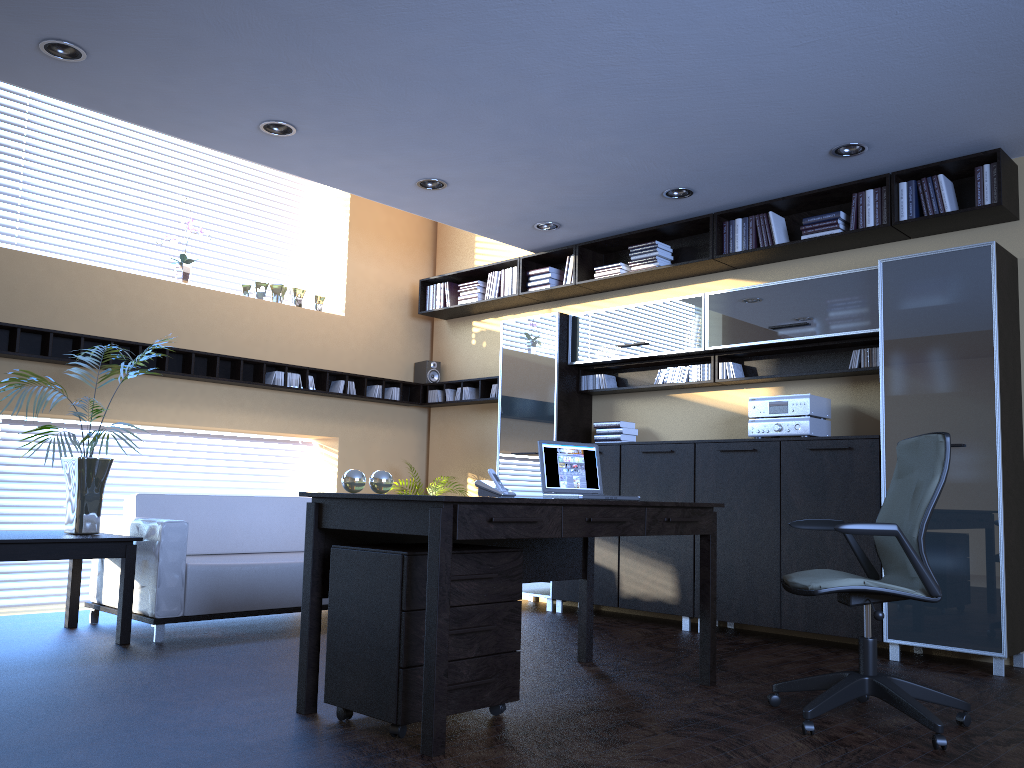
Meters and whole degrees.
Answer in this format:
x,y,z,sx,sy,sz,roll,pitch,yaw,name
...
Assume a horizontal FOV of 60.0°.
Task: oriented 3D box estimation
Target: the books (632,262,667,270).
x,y,z,sx,sy,sz,roll,pitch,yaw,name
1.101,-0.901,6.930,0.259,0.028,0.208,-5,-10,44,books

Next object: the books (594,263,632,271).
x,y,z,sx,sy,sz,roll,pitch,yaw,name
0.832,-0.932,7.189,0.258,0.028,0.208,-5,-10,42,books

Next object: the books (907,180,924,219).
x,y,z,sx,sy,sz,roll,pitch,yaw,name
2.539,-1.122,5.561,0.050,0.258,0.208,-4,-8,43,books

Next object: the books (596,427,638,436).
x,y,z,sx,sy,sz,roll,pitch,yaw,name
0.835,0.381,7.033,0.259,0.050,0.208,-5,-10,44,books

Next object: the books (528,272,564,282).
x,y,z,sx,sy,sz,roll,pitch,yaw,name
0.307,-0.908,7.689,0.259,0.050,0.208,-5,-10,43,books

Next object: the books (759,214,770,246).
x,y,z,sx,sy,sz,roll,pitch,yaw,name
1.824,-1.053,6.253,0.075,0.259,0.208,-4,-8,43,books

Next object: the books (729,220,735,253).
x,y,z,sx,sy,sz,roll,pitch,yaw,name
1.644,-1.036,6.429,0.050,0.258,0.208,-4,-8,44,books

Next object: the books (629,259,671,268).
x,y,z,sx,sy,sz,roll,pitch,yaw,name
1.087,-0.928,6.946,0.258,0.028,0.208,-5,-10,43,books

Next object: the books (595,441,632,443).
x,y,z,sx,sy,sz,roll,pitch,yaw,name
0.821,0.480,7.013,0.259,0.050,0.208,-5,-10,44,books

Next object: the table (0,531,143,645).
x,y,z,sx,sy,sz,roll,pitch,yaw,name
-3.115,1.111,4.714,0.898,0.601,1.898,-5,-10,43,table

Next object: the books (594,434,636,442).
x,y,z,sx,sy,sz,roll,pitch,yaw,name
0.818,0.431,7.030,0.259,0.050,0.208,-5,-10,44,books

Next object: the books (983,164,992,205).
x,y,z,sx,sy,sz,roll,pitch,yaw,name
2.853,-1.151,5.270,0.036,0.258,0.208,-4,-8,43,books

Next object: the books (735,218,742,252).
x,y,z,sx,sy,sz,roll,pitch,yaw,name
1.678,-1.040,6.389,0.050,0.258,0.208,-4,-8,44,books

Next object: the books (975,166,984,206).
x,y,z,sx,sy,sz,roll,pitch,yaw,name
2.828,-1.147,5.309,0.050,0.258,0.208,-4,-8,43,books

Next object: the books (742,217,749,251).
x,y,z,sx,sy,sz,roll,pitch,yaw,name
1.720,-1.043,6.358,0.050,0.258,0.208,-4,-8,43,books

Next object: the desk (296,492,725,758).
x,y,z,sx,sy,sz,roll,pitch,yaw,name
0.083,0.965,4.020,0.915,0.888,1.898,-5,-9,43,desk

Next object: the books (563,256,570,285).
x,y,z,sx,sy,sz,roll,pitch,yaw,name
0.520,-0.931,7.487,0.075,0.259,0.208,-4,-8,43,books

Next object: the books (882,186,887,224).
x,y,z,sx,sy,sz,roll,pitch,yaw,name
2.428,-1.111,5.670,0.050,0.258,0.208,-4,-8,44,books

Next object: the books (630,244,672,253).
x,y,z,sx,sy,sz,roll,pitch,yaw,name
1.091,-1.043,6.944,0.258,0.028,0.208,-5,-10,43,books

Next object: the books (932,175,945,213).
x,y,z,sx,sy,sz,roll,pitch,yaw,name
2.656,-1.133,5.452,0.075,0.259,0.208,-4,-8,43,books

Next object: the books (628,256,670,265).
x,y,z,sx,sy,sz,roll,pitch,yaw,name
1.081,-0.953,6.973,0.258,0.028,0.208,-5,-10,42,books

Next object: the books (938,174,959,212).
x,y,z,sx,sy,sz,roll,pitch,yaw,name
2.678,-1.135,5.429,0.075,0.259,0.208,-4,-8,43,books

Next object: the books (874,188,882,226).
x,y,z,sx,sy,sz,roll,pitch,yaw,name
2.391,-1.108,5.706,0.050,0.258,0.208,-4,-8,43,books

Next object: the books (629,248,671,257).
x,y,z,sx,sy,sz,roll,pitch,yaw,name
1.084,-1.014,6.952,0.258,0.028,0.208,-5,-10,43,books

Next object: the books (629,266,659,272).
x,y,z,sx,sy,sz,roll,pitch,yaw,name
1.079,-0.872,6.935,0.258,0.028,0.208,-5,-10,43,books

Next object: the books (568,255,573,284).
x,y,z,sx,sy,sz,roll,pitch,yaw,name
0.560,-0.937,7.436,0.075,0.259,0.208,-4,-8,43,books

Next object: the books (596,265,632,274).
x,y,z,sx,sy,sz,roll,pitch,yaw,name
0.843,-0.906,7.167,0.258,0.028,0.208,-5,-10,43,books

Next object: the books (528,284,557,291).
x,y,z,sx,sy,sz,roll,pitch,yaw,name
0.299,-0.808,7.677,0.258,0.050,0.208,-5,-10,43,books

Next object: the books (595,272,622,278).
x,y,z,sx,sy,sz,roll,pitch,yaw,name
0.834,-0.851,7.156,0.259,0.028,0.208,-5,-10,44,books

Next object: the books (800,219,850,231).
x,y,z,sx,sy,sz,roll,pitch,yaw,name
2.113,-1.050,5.976,0.258,0.031,0.208,-5,-10,43,books

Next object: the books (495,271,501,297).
x,y,z,sx,sy,sz,roll,pitch,yaw,name
-0.057,-0.876,8.041,0.075,0.259,0.208,-4,-8,43,books

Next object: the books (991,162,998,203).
x,y,z,sx,sy,sz,roll,pitch,yaw,name
2.886,-1.154,5.239,0.050,0.258,0.208,-4,-8,43,books

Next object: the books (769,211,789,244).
x,y,z,sx,sy,sz,roll,pitch,yaw,name
1.871,-1.060,6.190,0.072,0.257,0.208,-4,-8,43,books

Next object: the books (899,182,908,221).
x,y,z,sx,sy,sz,roll,pitch,yaw,name
2.501,-1.119,5.597,0.050,0.258,0.208,-4,-8,43,books

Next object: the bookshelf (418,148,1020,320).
x,y,z,sx,sy,sz,roll,pitch,yaw,name
1.077,-1.000,6.981,5.130,0.339,0.362,-5,-10,43,bookshelf

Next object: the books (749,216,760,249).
x,y,z,sx,sy,sz,roll,pitch,yaw,name
1.756,-1.047,6.321,0.050,0.258,0.208,-4,-8,44,books

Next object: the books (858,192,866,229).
x,y,z,sx,sy,sz,roll,pitch,yaw,name
2.321,-1.100,5.783,0.050,0.258,0.208,-4,-8,44,books

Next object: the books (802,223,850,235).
x,y,z,sx,sy,sz,roll,pitch,yaw,name
2.121,-1.020,5.964,0.259,0.031,0.208,-5,-10,43,books

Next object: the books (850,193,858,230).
x,y,z,sx,sy,sz,roll,pitch,yaw,name
2.280,-1.096,5.818,0.055,0.259,0.208,-4,-8,44,books

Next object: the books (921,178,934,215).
x,y,z,sx,sy,sz,roll,pitch,yaw,name
2.609,-1.129,5.495,0.075,0.259,0.208,-4,-8,43,books

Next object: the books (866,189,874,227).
x,y,z,sx,sy,sz,roll,pitch,yaw,name
2.353,-1.104,5.741,0.050,0.258,0.208,-4,-8,43,books

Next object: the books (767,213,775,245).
x,y,z,sx,sy,sz,roll,pitch,yaw,name
1.871,-1.056,6.225,0.072,0.257,0.208,-4,-9,44,books

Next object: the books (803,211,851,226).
x,y,z,sx,sy,sz,roll,pitch,yaw,name
2.124,-1.093,5.960,0.259,0.050,0.208,-5,-10,43,books

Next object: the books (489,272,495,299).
x,y,z,sx,sy,sz,roll,pitch,yaw,name
-0.114,-0.874,8.073,0.075,0.259,0.208,-4,-9,44,books

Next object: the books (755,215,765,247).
x,y,z,sx,sy,sz,roll,pitch,yaw,name
1.802,-1.051,6.275,0.075,0.259,0.208,-4,-9,44,books

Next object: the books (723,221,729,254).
x,y,z,sx,sy,sz,roll,pitch,yaw,name
1.606,-1.032,6.465,0.050,0.258,0.208,-4,-9,44,books

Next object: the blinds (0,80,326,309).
x,y,z,sx,sy,sz,roll,pitch,yaw,name
-3.692,-1.631,6.652,0.039,1.457,5.401,-4,-9,43,blinds

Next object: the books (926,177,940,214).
x,y,z,sx,sy,sz,roll,pitch,yaw,name
2.635,-1.130,5.476,0.075,0.259,0.208,-4,-9,44,books

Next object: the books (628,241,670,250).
x,y,z,sx,sy,sz,roll,pitch,yaw,name
1.079,-1.070,6.964,0.259,0.028,0.208,-5,-10,43,books

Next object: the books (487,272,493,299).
x,y,z,sx,sy,sz,roll,pitch,yaw,name
-0.136,-0.872,8.095,0.075,0.259,0.208,-4,-8,43,books

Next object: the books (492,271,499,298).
x,y,z,sx,sy,sz,roll,pitch,yaw,name
-0.090,-0.876,8.052,0.075,0.259,0.208,-4,-8,43,books

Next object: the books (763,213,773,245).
x,y,z,sx,sy,sz,roll,pitch,yaw,name
1.845,-1.054,6.228,0.072,0.257,0.208,-4,-9,44,books

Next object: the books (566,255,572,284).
x,y,z,sx,sy,sz,roll,pitch,yaw,name
0.546,-0.933,7.468,0.075,0.259,0.208,-4,-8,43,books

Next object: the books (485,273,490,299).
x,y,z,sx,sy,sz,roll,pitch,yaw,name
-0.155,-0.869,8.122,0.075,0.259,0.208,-4,-8,43,books

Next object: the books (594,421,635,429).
x,y,z,sx,sy,sz,roll,pitch,yaw,name
0.814,0.330,7.045,0.258,0.050,0.208,-5,-10,43,books

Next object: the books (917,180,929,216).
x,y,z,sx,sy,sz,roll,pitch,yaw,name
2.601,-1.124,5.532,0.075,0.259,0.208,-4,-9,44,books

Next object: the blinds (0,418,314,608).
x,y,z,sx,sy,sz,roll,pitch,yaw,name
-3.761,0.925,6.392,0.047,1.363,5.401,-4,-9,43,blinds

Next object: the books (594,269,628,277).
x,y,z,sx,sy,sz,roll,pitch,yaw,name
0.829,-0.878,7.168,0.259,0.028,0.208,-5,-10,44,books

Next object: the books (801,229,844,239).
x,y,z,sx,sy,sz,roll,pitch,yaw,name
2.117,-0.976,5.973,0.258,0.050,0.208,-5,-10,43,books

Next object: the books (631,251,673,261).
x,y,z,sx,sy,sz,roll,pitch,yaw,name
1.098,-0.985,6.949,0.259,0.028,0.208,-5,-10,43,books
